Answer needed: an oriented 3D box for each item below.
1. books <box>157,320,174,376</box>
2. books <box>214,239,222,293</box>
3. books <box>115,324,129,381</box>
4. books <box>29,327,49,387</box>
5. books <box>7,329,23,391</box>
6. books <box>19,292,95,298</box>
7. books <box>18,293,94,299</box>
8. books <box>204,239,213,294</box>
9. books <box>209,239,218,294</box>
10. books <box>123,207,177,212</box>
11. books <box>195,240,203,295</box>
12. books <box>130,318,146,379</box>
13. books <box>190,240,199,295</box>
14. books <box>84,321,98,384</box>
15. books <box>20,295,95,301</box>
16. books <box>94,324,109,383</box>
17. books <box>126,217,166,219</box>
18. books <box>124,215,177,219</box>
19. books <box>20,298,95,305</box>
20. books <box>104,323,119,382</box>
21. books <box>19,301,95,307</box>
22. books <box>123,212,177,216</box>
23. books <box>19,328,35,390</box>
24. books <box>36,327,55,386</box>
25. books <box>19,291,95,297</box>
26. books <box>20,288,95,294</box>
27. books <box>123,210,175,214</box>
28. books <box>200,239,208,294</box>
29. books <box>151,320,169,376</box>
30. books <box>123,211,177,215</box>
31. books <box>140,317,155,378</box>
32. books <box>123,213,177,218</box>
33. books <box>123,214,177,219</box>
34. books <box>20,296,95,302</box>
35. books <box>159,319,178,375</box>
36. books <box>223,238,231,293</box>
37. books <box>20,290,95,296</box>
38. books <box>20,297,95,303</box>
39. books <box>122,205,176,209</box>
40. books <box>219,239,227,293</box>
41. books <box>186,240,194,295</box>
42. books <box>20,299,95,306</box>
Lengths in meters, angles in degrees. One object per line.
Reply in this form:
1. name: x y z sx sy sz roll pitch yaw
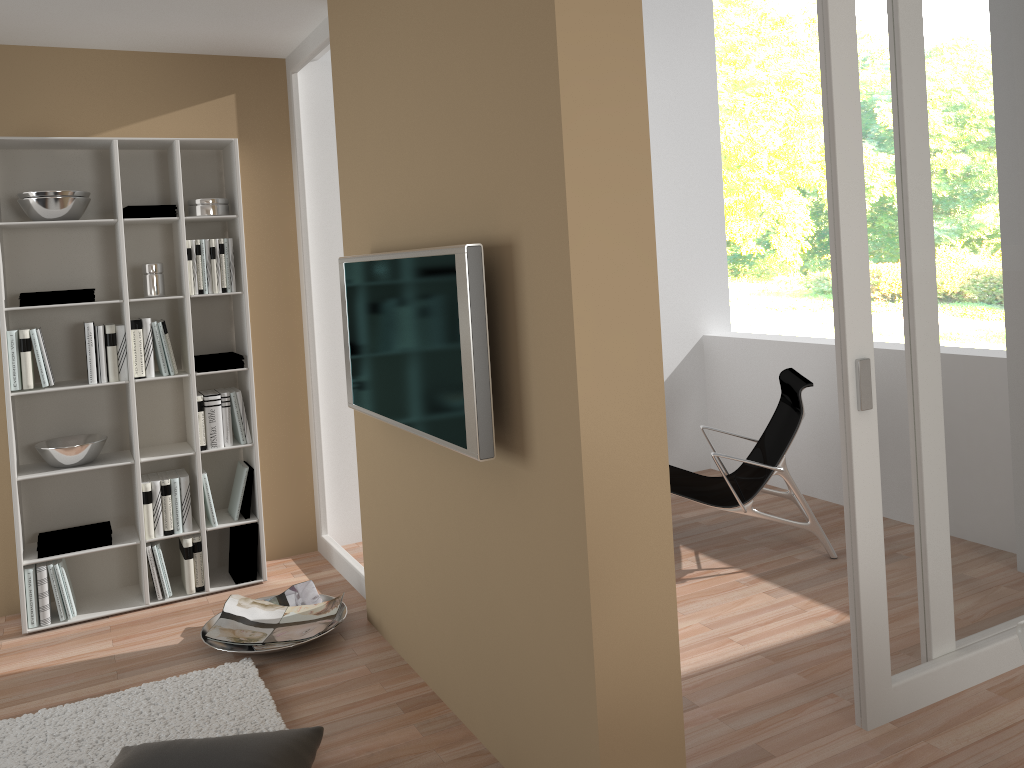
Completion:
1. books: -1.651 -0.174 4.179 0.058 0.257 0.208 -4 4 -27
2. books: -1.444 -0.572 4.281 0.020 0.257 0.208 -4 4 -27
3. books: -1.817 -0.150 4.091 0.040 0.251 0.208 -4 4 -27
4. books: -2.110 -0.122 3.931 0.060 0.259 0.208 -4 4 -26
5. books: -2.197 -0.111 3.890 0.040 0.257 0.208 -4 4 -27
6. books: -2.058 -0.404 3.986 0.299 0.008 0.211 -8 9 -27
7. books: -2.056 -0.398 3.981 0.298 0.006 0.211 -7 9 -26
8. books: -1.482 -0.567 4.260 0.020 0.257 0.208 -4 4 -27
9. books: -1.460 -0.569 4.265 0.020 0.257 0.208 -4 4 -27
10. books: -1.733 -0.824 4.182 0.211 0.008 0.298 -9 10 -32
11. books: -1.519 -0.561 4.240 0.020 0.257 0.208 -4 4 -27
12. books: -1.763 -0.168 4.129 0.053 0.271 0.208 -4 4 -27
13. books: -1.539 -0.559 4.232 0.020 0.257 0.208 -4 4 -27
14. books: -1.929 -0.147 4.032 0.040 0.275 0.208 -4 4 -27
15. books: -2.055 -0.392 3.984 0.299 0.006 0.211 -8 9 -27
16. books: -1.891 -0.143 4.051 0.040 0.257 0.208 -4 4 -27
17. books: -1.735 -0.780 4.182 0.211 0.007 0.298 -9 10 -32
18. books: -1.734 -0.785 4.182 0.211 0.006 0.298 -9 10 -32
19. books: -2.056 -0.376 3.983 0.299 0.006 0.211 -8 9 -27
20. books: -1.852 -0.148 4.065 0.040 0.257 0.208 -4 4 -27
21. books: -2.055 -0.365 3.982 0.299 0.007 0.211 -8 9 -27
22. books: -1.734 -0.802 4.180 0.211 0.006 0.298 -9 10 -32
23. books: -2.153 -0.116 3.906 0.040 0.257 0.208 -4 4 -27
24. books: -2.095 -0.126 3.952 0.058 0.257 0.208 -4 4 -27
25. books: -2.059 -0.409 3.986 0.299 0.008 0.211 -8 9 -27
26. books: -2.055 -0.420 3.985 0.299 0.006 0.211 -8 9 -27
27. books: -1.737 -0.813 4.180 0.211 0.006 0.298 -8 9 -30
28. books: -1.501 -0.564 4.250 0.020 0.257 0.208 -4 4 -27
29. books: -1.676 -0.173 4.171 0.060 0.259 0.208 -4 4 -27
30. books: -1.735 -0.807 4.180 0.211 0.006 0.298 -9 10 -32
31. books: -1.722 -0.176 4.152 0.040 0.275 0.208 -4 4 -27
32. books: -1.736 -0.797 4.183 0.211 0.006 0.298 -9 10 -33
33. books: -1.734 -0.791 4.181 0.211 0.006 0.298 -9 10 -32
34. books: -2.055 -0.387 3.984 0.299 0.006 0.211 -8 9 -27
35. books: -1.644 -0.179 4.201 0.058 0.257 0.208 -4 4 -27
36. books: -1.406 -0.577 4.299 0.020 0.257 0.208 -4 4 -27
37. books: -2.054 -0.414 3.983 0.299 0.007 0.211 -8 9 -27
38. books: -2.058 -0.381 3.982 0.299 0.006 0.211 -8 9 -29
39. books: -1.735 -0.834 4.177 0.211 0.006 0.298 -9 10 -32
40. books: -1.424 -0.574 4.289 0.020 0.257 0.208 -4 4 -27
41. books: -1.554 -0.556 4.217 0.020 0.257 0.208 -4 4 -27
42. books: -2.055 -0.370 3.984 0.299 0.006 0.211 -8 9 -27
